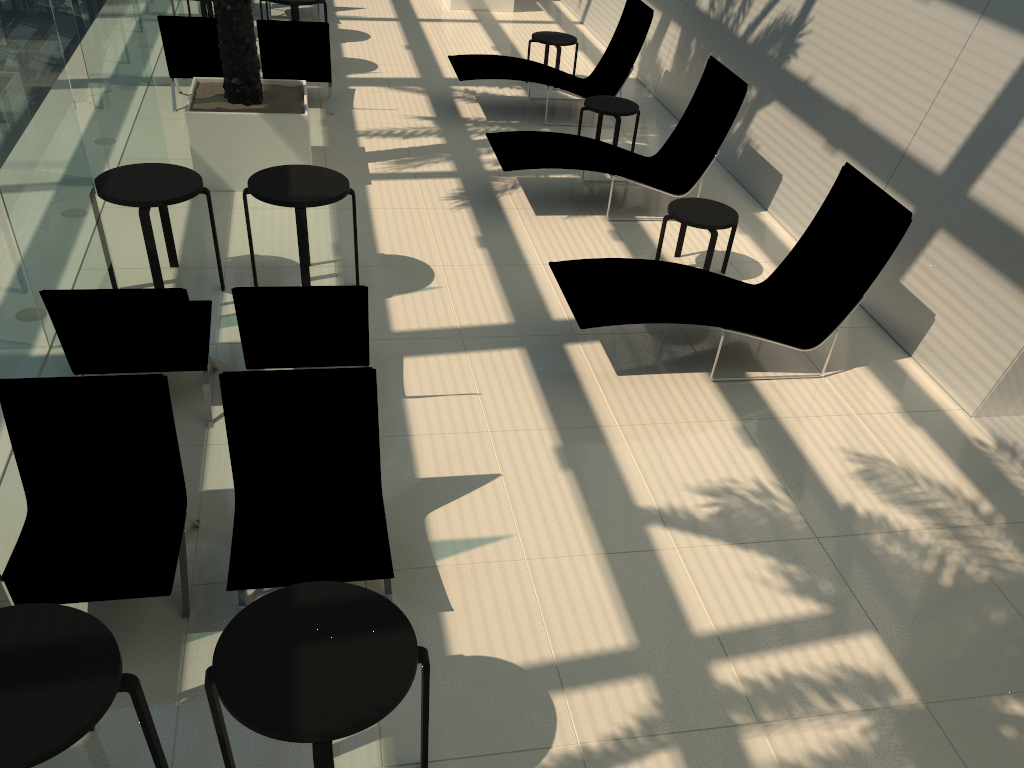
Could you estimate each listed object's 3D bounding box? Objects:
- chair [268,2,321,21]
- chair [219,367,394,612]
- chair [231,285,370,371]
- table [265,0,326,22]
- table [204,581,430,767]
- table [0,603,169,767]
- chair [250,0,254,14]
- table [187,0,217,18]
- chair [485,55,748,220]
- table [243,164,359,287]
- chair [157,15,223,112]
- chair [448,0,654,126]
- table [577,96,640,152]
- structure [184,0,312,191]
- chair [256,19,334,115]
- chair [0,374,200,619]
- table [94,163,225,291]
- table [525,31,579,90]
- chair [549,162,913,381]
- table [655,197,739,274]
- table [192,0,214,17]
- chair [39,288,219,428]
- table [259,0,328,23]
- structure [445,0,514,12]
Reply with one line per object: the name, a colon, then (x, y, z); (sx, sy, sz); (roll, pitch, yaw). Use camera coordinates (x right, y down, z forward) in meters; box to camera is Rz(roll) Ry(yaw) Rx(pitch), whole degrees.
chair: (-3.056, -5.618, 12.118); (0.714, 0.963, 0.814); (-3, 38, -11)
chair: (-0.937, 0.549, 4.016); (0.714, 0.963, 0.814); (-3, 38, -11)
chair: (-1.242, -0.380, 5.239); (0.714, 0.963, 0.814); (-3, 38, -11)
table: (-2.809, -4.927, 11.316); (0.663, 0.847, 0.638); (24, 41, 22)
table: (-0.690, 1.240, 3.214); (0.659, 0.847, 0.643); (27, 42, 26)
table: (-1.640, 1.275, 3.031); (0.659, 0.847, 0.643); (27, 42, 26)
chair: (-3.969, -5.584, 11.942); (0.714, 0.963, 0.814); (-3, 38, -11)
table: (-3.759, -4.892, 11.133); (0.663, 0.847, 0.638); (24, 41, 22)
chair: (0.848, -2.211, 7.773); (2.032, 1.255, 0.846); (-3, 38, -11)
table: (-1.484, -1.044, 6.214); (0.667, 0.847, 0.634); (21, 40, 19)
chair: (-3.225, -3.459, 9.152); (0.714, 0.963, 0.814); (-3, 38, -11)
chair: (0.365, -3.618, 9.621); (2.032, 1.255, 0.846); (-3, 38, -11)
table: (0.979, -2.583, 8.900); (0.540, 0.561, 0.520); (24, 41, 22)
structure: (-2.089, -4.882, 5.623); (4.792, 7.604, 4.099); (-7, 39, -16)
chair: (-2.311, -3.493, 9.329); (0.714, 0.963, 0.814); (-3, 38, -11)
chair: (-1.850, 0.583, 3.840); (0.714, 0.963, 0.814); (-3, 38, -11)
table: (-2.434, -1.010, 6.031); (0.667, 0.847, 0.634); (21, 40, 19)
table: (0.496, -3.990, 10.748); (0.543, 0.561, 0.517); (21, 40, 19)
chair: (1.347, -0.760, 5.867); (2.032, 1.255, 0.846); (-3, 38, -11)
table: (1.478, -1.132, 6.994); (0.540, 0.561, 0.520); (24, 41, 22)
table: (-3.499, -4.109, 10.103); (0.667, 0.847, 0.634); (21, 40, 19)
chair: (-2.155, -0.346, 5.063); (0.714, 0.963, 0.814); (-3, 38, -11)
table: (-2.549, -4.144, 10.286); (0.667, 0.847, 0.634); (21, 40, 19)
structure: (-0.199, -9.010, 11.635); (4.234, 7.468, 4.302); (18, 39, 15)
